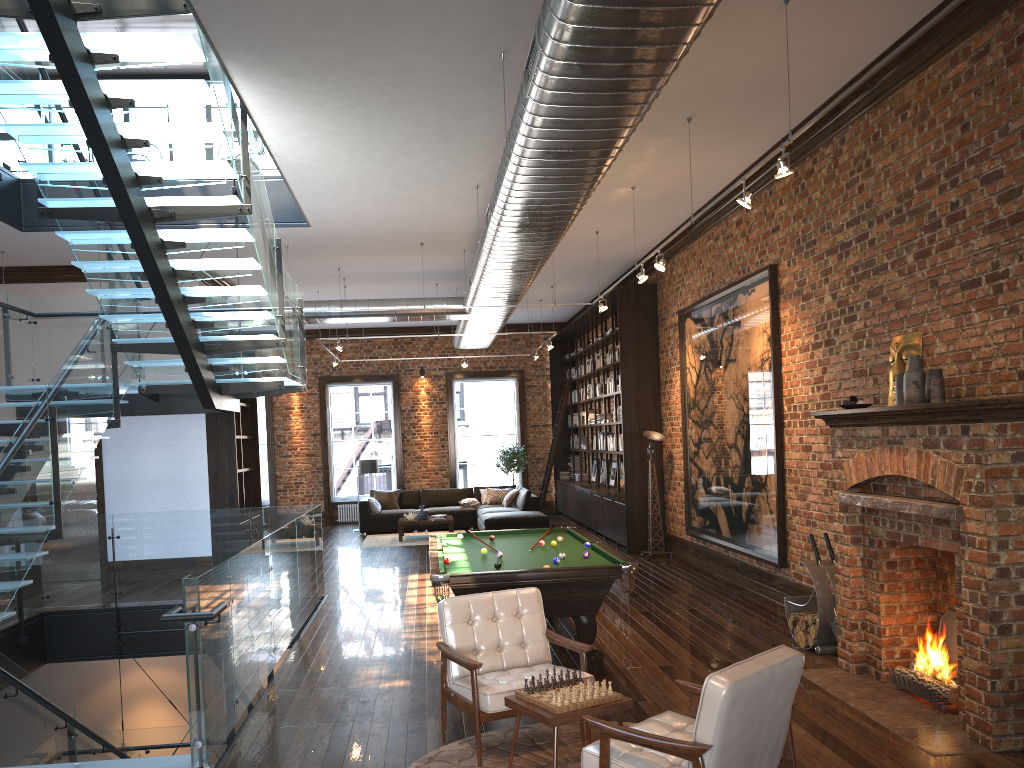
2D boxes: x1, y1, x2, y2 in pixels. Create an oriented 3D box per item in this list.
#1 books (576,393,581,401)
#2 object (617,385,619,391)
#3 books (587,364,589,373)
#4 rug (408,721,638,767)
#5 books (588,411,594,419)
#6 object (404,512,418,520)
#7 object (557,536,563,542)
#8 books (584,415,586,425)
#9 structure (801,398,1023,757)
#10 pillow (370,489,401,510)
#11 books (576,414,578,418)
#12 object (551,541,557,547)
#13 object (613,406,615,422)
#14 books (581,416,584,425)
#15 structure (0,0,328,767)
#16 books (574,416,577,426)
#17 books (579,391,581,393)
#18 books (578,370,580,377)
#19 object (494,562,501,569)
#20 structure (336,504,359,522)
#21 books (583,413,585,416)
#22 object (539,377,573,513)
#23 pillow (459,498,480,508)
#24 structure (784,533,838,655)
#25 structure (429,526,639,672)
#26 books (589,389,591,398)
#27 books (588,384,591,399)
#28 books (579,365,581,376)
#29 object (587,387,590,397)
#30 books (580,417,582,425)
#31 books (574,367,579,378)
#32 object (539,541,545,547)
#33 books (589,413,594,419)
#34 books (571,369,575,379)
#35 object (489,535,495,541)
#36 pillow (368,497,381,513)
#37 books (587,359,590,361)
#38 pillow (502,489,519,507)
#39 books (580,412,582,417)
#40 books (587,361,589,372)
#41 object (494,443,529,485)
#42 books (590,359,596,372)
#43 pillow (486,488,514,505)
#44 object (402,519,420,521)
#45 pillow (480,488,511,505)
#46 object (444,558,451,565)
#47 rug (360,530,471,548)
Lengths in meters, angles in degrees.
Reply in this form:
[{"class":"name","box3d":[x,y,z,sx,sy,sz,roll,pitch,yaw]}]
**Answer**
[{"class":"books","box3d":[1.499,0.304,19.300,0.185,0.211,0.069,-2,1,-5]},{"class":"object","box3d":[1.875,0.077,15.237,0.096,0.137,0.236,-2,-2,-22]},{"class":"books","box3d":[1.613,-0.295,17.806,0.187,0.200,0.030,-2,1,-5]},{"class":"rug","box3d":[0.358,2.056,4.566,1.969,0.015,1.973,-2,-3,-4]},{"class":"books","box3d":[1.632,0.693,18.166,0.188,0.287,0.013,-2,1,-5]},{"class":"object","box3d":[-1.850,2.436,16.315,0.219,0.160,0.218,-4,-2,36]},{"class":"object","box3d":[0.454,1.472,8.405,0.057,0.057,0.057,-3,-1,40]},{"class":"books","box3d":[1.605,0.757,18.551,0.186,0.208,0.017,-2,1,-5]},{"class":"structure","box3d":[2.568,1.092,5.655,0.887,1.908,2.000,-2,-1,-6]},{"class":"pillow","box3d":[-2.634,2.386,18.304,0.700,0.440,0.305,-2,0,-5]},{"class":"books","box3d":[1.510,0.791,19.511,0.180,0.264,0.015,-2,1,-5]},{"class":"object","box3d":[0.381,1.455,8.073,0.057,0.057,0.057,-2,-1,-5]},{"class":"object","box3d":[1.775,0.511,15.218,0.069,0.288,0.117,-3,1,-13]},{"class":"books","box3d":[1.573,0.765,18.605,0.236,0.203,0.046,-2,1,-5]},{"class":"structure","box3d":[-3.569,0.602,6.930,3.575,14.510,7.042,-2,0,-6]},{"class":"books","box3d":[1.479,0.816,19.579,0.231,0.225,0.024,-2,1,-5]},{"class":"books","box3d":[1.504,0.285,19.320,0.166,0.250,0.079,-2,1,-5]},{"class":"books","box3d":[1.513,-0.204,19.218,0.136,0.202,0.085,-2,1,-6]},{"class":"object","box3d":[-0.110,1.400,6.832,0.057,0.057,0.057,-2,-1,-1]},{"class":"structure","box3d":[-3.351,2.925,20.240,1.301,0.396,0.215,-2,0,-6]},{"class":"books","box3d":[1.593,0.736,18.650,0.177,0.264,0.041,-2,1,-5]},{"class":"object","box3d":[0.908,1.415,19.441,0.896,3.080,0.495,-2,1,-5]},{"class":"pillow","box3d":[-0.880,2.452,18.227,0.409,0.204,0.611,-2,-3,-8]},{"class":"structure","box3d":[2.587,1.665,7.101,0.537,0.920,0.927,-2,-1,-5]},{"class":"structure","box3d":[0.053,1.855,7.889,1.552,0.851,2.960,-2,-3,-6]},{"class":"books","box3d":[1.650,0.203,17.824,0.182,0.218,0.034,-2,1,-5]},{"class":"books","box3d":[1.638,0.160,17.899,0.183,0.314,0.013,-2,1,-5]},{"class":"books","box3d":[1.529,-0.269,18.833,0.187,0.280,0.028,-2,1,-5]},{"class":"object","box3d":[1.533,0.181,17.679,0.075,0.255,0.087,-3,1,-16]},{"class":"books","box3d":[1.549,0.792,18.983,0.192,0.196,0.034,-2,1,-5]},{"class":"books","box3d":[1.465,-0.235,19.360,0.190,0.280,0.017,-2,1,-5]},{"class":"object","box3d":[0.274,1.462,8.121,0.057,0.057,0.057,-1,-1,-41]},{"class":"books","box3d":[1.656,0.717,18.117,0.147,0.233,0.036,-2,1,-5]},{"class":"books","box3d":[1.428,-0.206,19.571,0.235,0.252,0.028,-2,1,-5]},{"class":"object","box3d":[-0.198,1.519,8.743,0.057,0.057,0.057,-3,-1,43]},{"class":"pillow","box3d":[-2.767,2.443,17.904,0.244,0.305,0.574,-2,-2,-5]},{"class":"books","box3d":[1.618,-0.341,18.000,0.166,0.316,0.016,-2,1,-5]},{"class":"pillow","box3d":[-0.026,2.307,17.867,0.314,0.355,0.630,-2,-2,-6]},{"class":"books","box3d":[1.547,0.749,19.017,0.185,0.286,0.036,-2,1,-5]},{"class":"books","box3d":[1.614,-0.324,17.868,0.192,0.267,0.016,-2,1,-5]},{"class":"object","box3d":[0.002,2.264,20.169,0.812,1.866,0.799,-2,1,3]},{"class":"books","box3d":[1.643,-0.352,17.606,0.176,0.289,0.030,-2,1,-5]},{"class":"pillow","box3d":[-0.241,2.309,18.315,0.611,0.362,0.288,-2,0,-2]},{"class":"object","box3d":[-1.856,2.507,16.305,0.267,0.018,0.201,-3,-4,18]},{"class":"pillow","box3d":[-0.330,2.349,18.487,0.703,0.338,0.270,-2,0,-5]},{"class":"object","box3d":[-0.526,1.438,7.190,0.057,0.057,0.057,-3,-1,41]},{"class":"rug","box3d":[-1.729,2.865,16.445,2.020,0.003,2.117,-2,-3,-6]}]
